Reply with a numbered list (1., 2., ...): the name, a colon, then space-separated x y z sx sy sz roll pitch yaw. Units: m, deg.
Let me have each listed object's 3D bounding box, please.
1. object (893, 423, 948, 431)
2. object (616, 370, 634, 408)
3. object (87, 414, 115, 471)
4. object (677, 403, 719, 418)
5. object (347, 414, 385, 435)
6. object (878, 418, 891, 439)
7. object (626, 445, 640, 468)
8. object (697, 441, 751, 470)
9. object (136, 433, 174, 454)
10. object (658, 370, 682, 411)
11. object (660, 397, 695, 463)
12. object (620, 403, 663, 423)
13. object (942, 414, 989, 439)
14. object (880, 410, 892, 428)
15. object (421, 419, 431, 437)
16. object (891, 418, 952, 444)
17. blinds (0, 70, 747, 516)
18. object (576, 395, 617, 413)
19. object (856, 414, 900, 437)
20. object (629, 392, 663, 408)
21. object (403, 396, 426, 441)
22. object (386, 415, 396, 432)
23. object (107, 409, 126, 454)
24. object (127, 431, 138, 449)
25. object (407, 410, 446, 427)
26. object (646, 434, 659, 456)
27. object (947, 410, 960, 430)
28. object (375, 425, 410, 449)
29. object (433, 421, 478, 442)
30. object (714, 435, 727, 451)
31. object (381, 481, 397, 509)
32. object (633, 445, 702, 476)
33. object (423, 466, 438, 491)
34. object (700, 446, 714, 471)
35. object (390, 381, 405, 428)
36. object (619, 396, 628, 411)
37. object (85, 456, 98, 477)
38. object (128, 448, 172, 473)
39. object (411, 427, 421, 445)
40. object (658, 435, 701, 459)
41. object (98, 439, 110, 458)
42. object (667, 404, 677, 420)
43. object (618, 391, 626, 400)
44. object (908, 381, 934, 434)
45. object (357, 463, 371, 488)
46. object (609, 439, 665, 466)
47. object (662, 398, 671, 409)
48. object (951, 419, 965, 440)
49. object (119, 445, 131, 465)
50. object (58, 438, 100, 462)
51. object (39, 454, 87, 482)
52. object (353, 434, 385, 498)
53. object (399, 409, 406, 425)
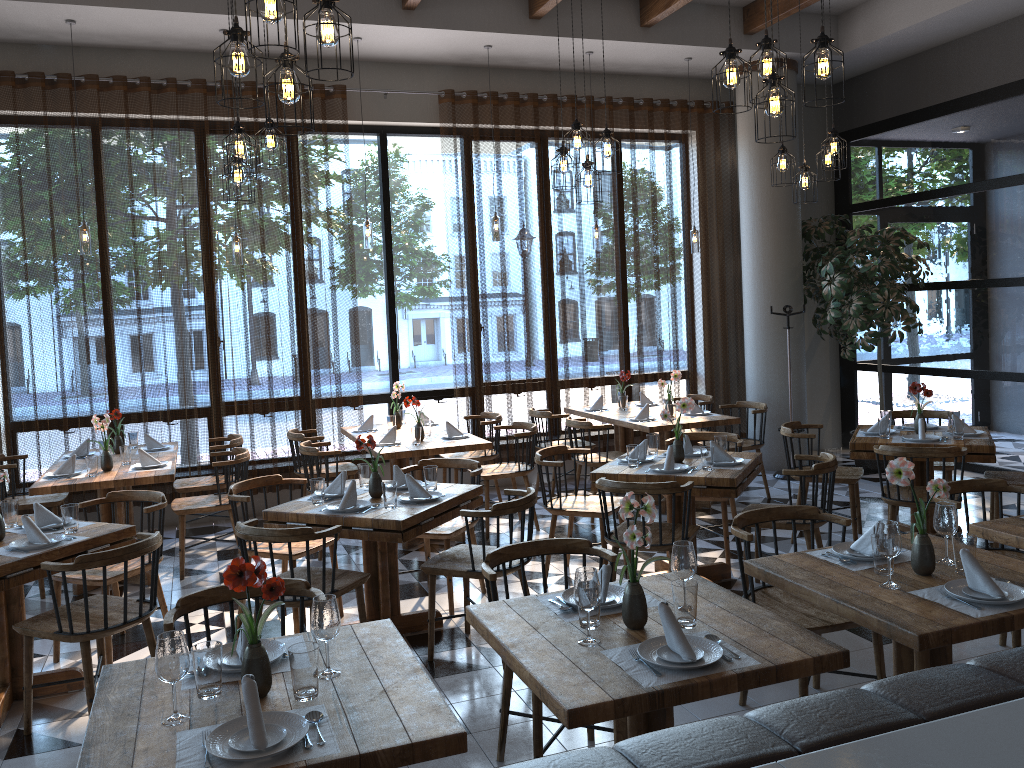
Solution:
1. object: 2.895 0.247 6.285 0.352 0.137 0.273 0 5 25
2. object: 1.066 0.046 8.354 0.171 0.354 0.156 -5 4 -44
3. object: -2.789 0.396 6.028 0.206 0.399 0.146 -1 3 34
4. object: 1.587 0.194 7.612 0.272 0.137 0.352 -4 5 -20
5. object: -1.244 0.330 7.528 0.272 0.137 0.352 -4 5 -20
6. object: 2.493 0.299 5.929 0.080 0.132 0.080 -3 3 -5
7. object: 0.724 0.433 5.291 0.080 0.132 0.080 -3 3 -5
8. object: 1.260 0.407 5.288 0.272 0.137 0.353 -1 5 25
9. object: -2.809 0.449 6.970 0.272 0.137 0.352 -4 5 -20
10. object: 1.343 0.082 7.508 0.207 0.399 0.146 -4 3 -27
11. object: 1.008 0.279 5.371 0.206 0.399 0.146 -3 3 -8
12. object: 1.089 0.233 7.426 0.272 0.137 0.352 -4 5 -20
13. object: 3.027 0.272 5.930 0.272 0.137 0.353 -1 5 25
14. object: 2.673 0.256 6.332 0.080 0.132 0.080 -6 4 -45
15. object: -0.679 0.349 7.031 0.080 0.132 0.080 -5 4 -35
16. object: 2.675 0.299 5.796 0.352 0.137 0.273 0 5 25
17. blinds: -1.004 -0.921 8.181 7.271 3.575 0.160 -4 3 -20
18. object: 0.786 0.175 8.261 0.272 0.137 0.352 -4 5 -20
19. object: 2.543 0.275 6.151 0.272 0.137 0.353 -1 5 25
20. object: 1.284 0.137 8.447 0.272 0.137 0.352 -4 5 -20
21. object: -0.749 0.263 6.769 0.171 0.354 0.156 -5 4 -41
22. object: -1.008 0.332 7.413 0.080 0.132 0.080 -2 3 15
23. object: -3.064 0.364 6.821 0.156 0.354 0.171 -2 3 3
24. object: -3.036 0.450 7.103 0.080 0.132 0.080 -2 3 5
25. object: -0.746 0.292 7.714 0.272 0.137 0.352 -4 5 -20
26. object: 0.905 0.391 5.694 0.080 0.132 0.080 -3 3 -5
27. object: 3.068 0.254 6.149 0.080 0.132 0.080 -2 3 5
28. object: -0.942 0.387 6.693 0.272 0.137 0.352 -4 5 -20
29. object: -0.443 0.349 6.879 0.272 0.137 0.352 -4 5 -20
30. object: 1.299 0.389 5.510 0.080 0.132 0.080 -3 3 -5
31. object: -0.618 0.563 4.485 0.080 0.132 0.080 -3 3 -15
32. object: 0.907 0.434 5.154 0.352 0.137 0.273 0 5 25
33. object: -0.447 0.522 4.880 0.080 0.132 0.080 -3 3 -15
34. object: 1.128 0.430 5.115 0.080 0.132 0.080 -3 3 -5
35. object: -0.969 0.178 7.619 0.146 0.399 0.207 -3 3 -16
36. object: 1.030 0.176 8.149 0.080 0.132 0.080 -3 3 -5
37. object: -2.773 0.545 5.854 0.080 0.132 0.080 -5 4 -35
38. object: -2.507 0.506 6.134 0.272 0.137 0.352 -4 5 -20
39. object: -0.712 0.388 6.597 0.080 0.132 0.080 -5 4 -35
40. object: 1.128 0.383 5.643 0.352 0.137 0.273 0 5 25
41. object: -3.069 0.489 6.670 0.080 0.132 0.080 -2 3 5
42. object: 1.326 0.232 7.333 0.080 0.132 0.080 -5 4 -35
43. object: 1.063 0.138 8.583 0.080 0.132 0.080 -3 3 -5
44. object: 2.801 0.161 6.063 0.156 0.354 0.171 -1 3 27
45. object: -0.841 0.524 5.063 0.080 0.132 0.080 -3 3 -15
46. object: 0.775 0.410 5.509 0.272 0.137 0.353 -1 5 25
47. object: 1.359 0.194 7.767 0.080 0.132 0.080 -5 4 -35
48. object: 2.896 0.295 5.753 0.080 0.132 0.080 -2 3 5
49. object: -2.740 0.506 6.287 0.080 0.132 0.080 -5 4 -35
50. object: -3.308 0.488 6.783 0.272 0.137 0.352 -4 5 -20
51. object: -3.005 0.545 5.948 0.272 0.137 0.352 -4 5 -20
52. object: -0.765 0.437 4.735 0.156 0.354 0.171 -1 4 35
53. object: -0.975 0.293 7.847 0.080 0.132 0.080 -2 3 15
